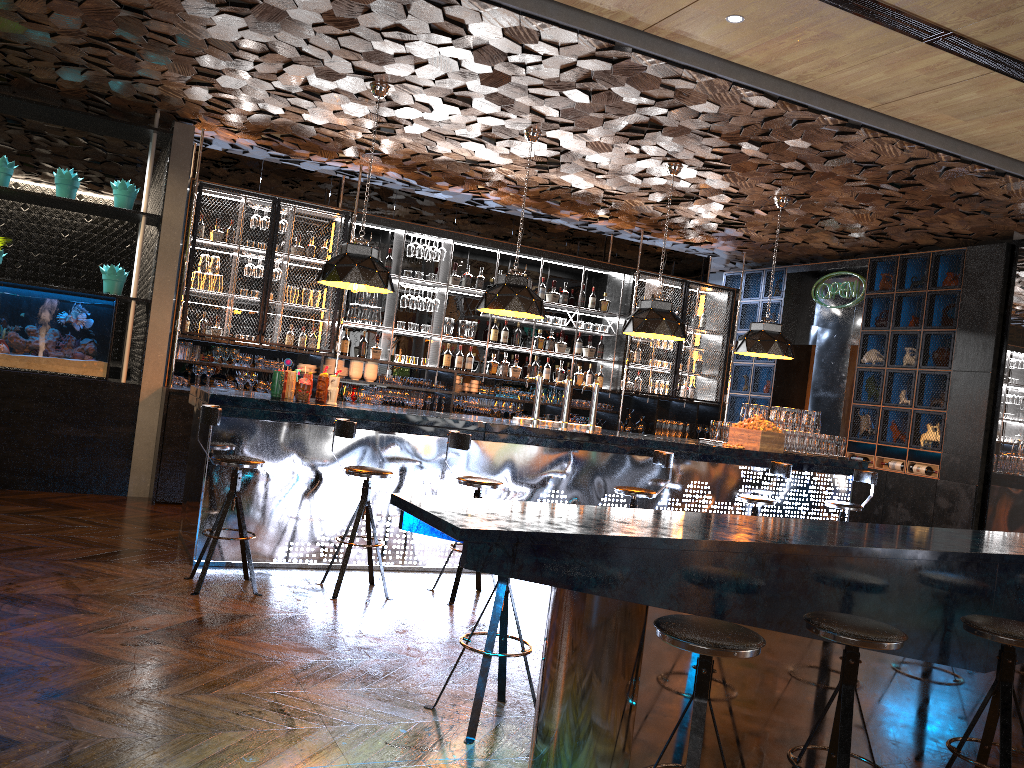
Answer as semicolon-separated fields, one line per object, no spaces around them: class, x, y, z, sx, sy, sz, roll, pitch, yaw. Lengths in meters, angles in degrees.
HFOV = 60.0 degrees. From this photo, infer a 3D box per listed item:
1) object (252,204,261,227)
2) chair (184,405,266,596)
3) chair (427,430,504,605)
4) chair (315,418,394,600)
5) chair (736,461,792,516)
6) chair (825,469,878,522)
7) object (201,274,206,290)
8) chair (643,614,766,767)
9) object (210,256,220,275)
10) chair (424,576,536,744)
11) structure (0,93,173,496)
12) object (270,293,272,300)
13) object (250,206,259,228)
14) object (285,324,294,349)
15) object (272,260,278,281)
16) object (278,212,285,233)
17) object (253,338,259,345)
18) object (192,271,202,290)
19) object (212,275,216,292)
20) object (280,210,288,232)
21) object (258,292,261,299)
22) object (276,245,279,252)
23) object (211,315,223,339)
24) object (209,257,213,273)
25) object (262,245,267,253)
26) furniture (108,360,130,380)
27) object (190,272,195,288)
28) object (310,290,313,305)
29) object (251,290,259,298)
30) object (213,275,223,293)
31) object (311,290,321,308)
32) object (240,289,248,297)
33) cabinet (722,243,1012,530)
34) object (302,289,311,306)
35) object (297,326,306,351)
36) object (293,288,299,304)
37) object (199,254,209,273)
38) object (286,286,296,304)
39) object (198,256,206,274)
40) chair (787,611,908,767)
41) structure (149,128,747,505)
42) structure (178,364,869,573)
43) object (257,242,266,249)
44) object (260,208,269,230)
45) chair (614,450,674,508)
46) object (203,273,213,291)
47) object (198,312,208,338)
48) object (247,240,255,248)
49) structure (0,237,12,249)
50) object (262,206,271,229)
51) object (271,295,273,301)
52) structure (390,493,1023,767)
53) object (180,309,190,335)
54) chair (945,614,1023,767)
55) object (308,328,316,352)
object;-2.584;-1.706;8.985;0.081;0.213;0.081;7;0;-20
chair;-1.752;0.705;5.489;0.476;1.108;0.419;7;0;-26
chair;-0.273;0.891;5.999;0.476;1.108;0.419;7;0;-26
chair;-0.990;0.801;5.785;0.476;1.108;0.419;7;0;-26
chair;1.996;1.181;7.261;0.476;1.108;0.419;7;0;-11
chair;2.906;1.297;7.774;0.476;1.108;0.419;7;0;-16
object;-3.090;-1.020;8.965;0.092;0.182;0.092;7;-1;-31
chair;0.532;1.113;2.606;0.419;0.813;0.419;7;-1;-31
object;-2.981;-1.191;8.910;0.092;0.182;0.092;7;-1;-31
chair;-0.059;1.049;3.836;0.419;0.813;0.419;7;-1;-31
structure;-5.448;-1.055;7.737;4.269;3.734;0.705;7;0;-26
object;-2.495;-0.895;9.060;0.077;0.080;0.077;7;-1;-30
object;-2.646;-1.712;9.115;0.081;0.213;0.081;7;0;-20
object;-2.322;-0.494;9.267;0.075;0.261;0.075;7;0;23
object;-2.463;-1.185;9.229;0.081;0.213;0.081;7;0;-20
object;-2.401;-1.681;9.233;0.081;0.213;0.081;7;0;-20
object;-2.636;-0.443;9.136;0.077;0.080;0.077;7;-1;30
object;-3.136;-1.027;8.837;0.092;0.182;0.092;7;-1;-31
object;-3.000;-1.009;8.998;0.092;0.182;0.092;7;-1;-31
object;-2.340;-1.675;9.103;0.081;0.213;0.081;7;0;-20
object;-2.617;-0.909;9.169;0.077;0.080;0.077;7;0;29
object;-2.435;-1.388;9.089;0.077;0.080;0.077;7;0;10
object;-2.969;-0.568;8.935;0.108;0.244;0.108;7;0;-12
object;-3.018;-1.195;8.980;0.092;0.182;0.092;7;-1;-31
object;-2.574;-1.404;9.189;0.077;0.080;0.077;7;-1;30
furniture;-9.690;-0.255;9.941;9.798;1.137;3.595;7;0;-26
object;-3.188;-1.033;8.925;0.092;0.182;0.092;7;-1;-31
object;-2.092;-0.894;9.397;0.092;0.182;0.092;7;-1;-31
object;-2.629;-0.912;9.054;0.077;0.080;0.077;7;-1;43
object;-2.948;-1.003;8.916;0.092;0.182;0.092;7;-1;-31
object;-2.061;-0.891;9.307;0.092;0.182;0.092;7;-1;-31
object;-2.736;-0.925;9.045;0.077;0.080;0.077;7;0;-14
cabinet;4.054;0.251;11.010;0.691;3.514;4.416;7;0;-26
object;-2.155;-0.903;9.285;0.092;0.182;0.092;7;-1;-31
object;-2.208;-0.481;9.346;0.075;0.260;0.075;7;0;23
object;-2.287;-0.919;9.306;0.092;0.182;0.092;7;-1;-31
object;-3.068;-1.202;8.859;0.092;0.182;0.092;7;-1;-31
object;-2.294;-0.921;9.192;0.092;0.182;0.092;7;-1;-31
object;-3.115;-1.207;8.945;0.092;0.182;0.092;7;-1;-31
chair;1.082;1.183;2.919;0.419;0.813;0.419;7;-1;-31
structure;-0.282;-0.310;10.036;6.750;3.553;1.143;7;0;-26
structure;0.401;0.695;7.666;6.009;1.685;1.214;7;0;-26
object;-2.566;-1.404;9.074;0.077;0.080;0.077;7;0;10
object;-2.560;-1.701;9.157;0.081;0.213;0.081;7;0;-20
chair;0.928;1.045;6.691;0.476;1.108;0.419;7;0;-11
object;-3.043;-1.015;8.882;0.092;0.182;0.092;7;-1;-31
object;-3.086;-0.592;8.867;0.075;0.260;0.075;7;0;8
object;-2.670;-1.417;9.047;0.077;0.080;0.077;7;-1;-35
structure;-5.023;-0.926;6.602;1.873;3.561;4.073;7;0;-24
object;-2.498;-1.695;9.027;0.081;0.213;0.081;7;0;-20
object;-2.526;-0.897;9.220;0.077;0.080;0.077;7;-1;-30
structure;1.850;1.191;4.013;4.941;0.998;0.673;7;0;-26
object;-3.248;-0.612;8.819;0.075;0.261;0.075;7;0;23
chair;1.755;1.268;3.202;0.419;0.813;0.419;7;-1;-31
object;-2.106;-0.468;9.372;0.075;0.260;0.075;7;0;23
